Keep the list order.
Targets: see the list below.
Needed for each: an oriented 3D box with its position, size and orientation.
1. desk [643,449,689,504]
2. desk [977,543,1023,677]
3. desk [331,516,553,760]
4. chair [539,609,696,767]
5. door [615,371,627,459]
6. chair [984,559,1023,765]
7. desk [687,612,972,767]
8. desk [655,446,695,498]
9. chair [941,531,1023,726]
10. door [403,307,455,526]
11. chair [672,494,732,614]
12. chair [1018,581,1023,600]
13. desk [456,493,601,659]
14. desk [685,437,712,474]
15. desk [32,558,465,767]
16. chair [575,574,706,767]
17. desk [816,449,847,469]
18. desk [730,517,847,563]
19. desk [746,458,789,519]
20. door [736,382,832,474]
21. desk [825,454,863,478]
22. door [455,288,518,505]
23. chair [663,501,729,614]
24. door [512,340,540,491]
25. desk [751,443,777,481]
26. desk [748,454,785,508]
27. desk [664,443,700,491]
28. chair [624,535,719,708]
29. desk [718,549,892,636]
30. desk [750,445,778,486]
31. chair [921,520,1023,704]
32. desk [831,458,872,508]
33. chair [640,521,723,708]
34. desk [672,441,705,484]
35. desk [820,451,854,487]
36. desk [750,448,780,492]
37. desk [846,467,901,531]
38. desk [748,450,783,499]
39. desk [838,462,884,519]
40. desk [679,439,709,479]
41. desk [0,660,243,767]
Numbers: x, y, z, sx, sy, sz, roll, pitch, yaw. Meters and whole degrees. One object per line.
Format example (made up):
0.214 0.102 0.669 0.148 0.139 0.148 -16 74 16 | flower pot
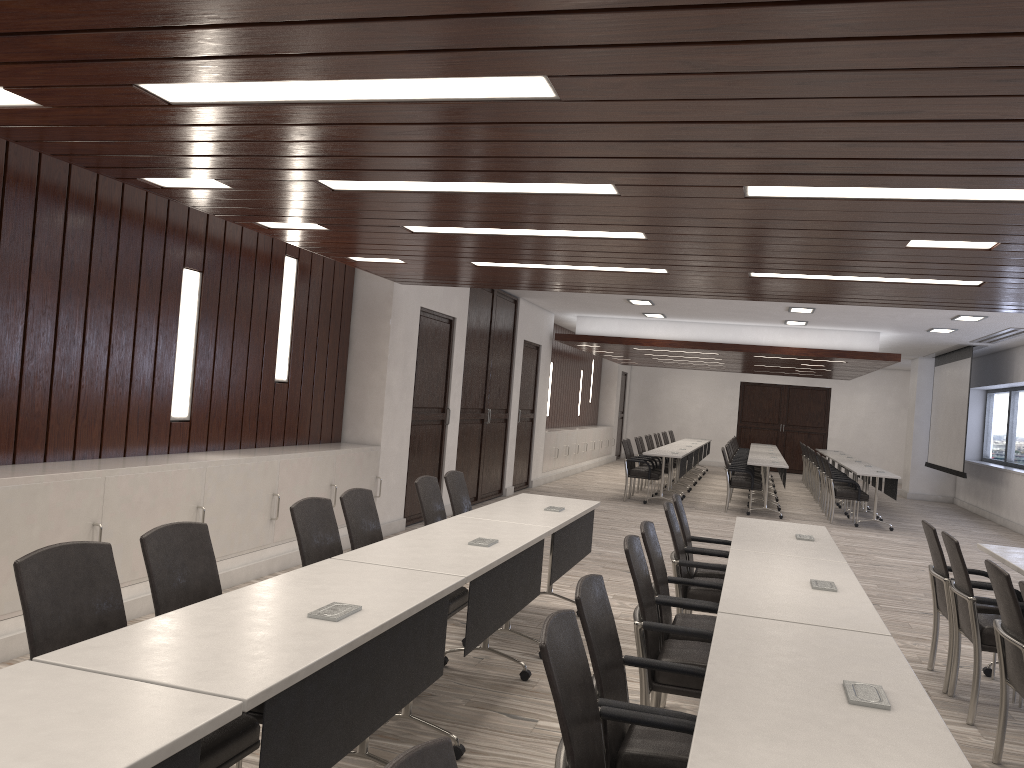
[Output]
2.408 1.461 13.940 0.577 0.795 1.509 4 -1 16 | desk
3.023 1.399 4.867 0.577 0.795 1.509 4 -1 16 | desk
-0.280 1.128 4.208 0.577 0.795 1.509 4 -1 16 | desk
0.360 1.082 2.181 0.638 0.939 0.513 4 -1 15 | chair
2.855 0.831 23.669 0.200 2.323 1.163 4 -1 16 | door
2.339 1.259 3.755 0.638 0.939 0.513 4 -1 16 | chair
0.773 1.189 2.332 0.577 0.795 1.509 4 -1 16 | desk
2.813 1.511 15.407 0.577 0.795 1.509 4 -1 16 | desk
2.608 1.292 4.713 0.638 0.939 0.513 4 -1 16 | chair
-0.964 0.358 9.841 0.200 2.323 1.163 4 -1 16 | door
1.303 1.199 5.623 0.638 0.939 0.513 4 -1 15 | chair
2.205 1.242 3.249 0.638 0.939 0.513 4 -1 16 | chair
0.125 1.178 5.675 0.577 0.795 1.509 4 -1 16 | desk
4.431 1.712 21.269 0.577 0.795 1.509 4 -1 16 | desk
-0.686 1.077 2.738 0.577 0.795 1.509 4 -1 16 | desk
0.484 1.098 2.697 0.638 0.939 0.513 4 -1 16 | chair
7.329 1.933 20.462 0.577 0.795 1.509 4 -1 16 | desk
1.584 1.289 5.268 0.577 0.795 1.509 4 -1 16 | desk
3.867 1.572 13.534 0.577 0.795 1.509 4 -1 16 | desk
7.208 1.178 23.657 2.329 2.323 0.200 4 -1 16 | door
6.518 1.832 17.525 0.577 0.795 1.509 4 -1 16 | desk
-0.372 0.146 11.904 0.200 2.889 2.327 4 -1 16 | door
1.161 1.181 5.115 0.638 0.939 0.513 4 -1 15 | chair
0.173 0.498 13.956 0.200 2.323 1.163 4 -1 16 | door
5.891 1.823 20.863 0.577 0.795 1.509 4 -1 16 | desk
4.272 1.622 15.001 0.577 0.795 1.509 4 -1 16 | desk
3.215 1.561 16.866 0.577 0.795 1.509 4 -1 16 | desk
0.747 1.130 3.647 0.638 0.939 0.513 4 -1 15 | chair
1.179 1.239 3.801 0.577 0.795 1.509 4 -1 16 | desk
5.486 1.773 19.395 0.577 0.795 1.509 4 -1 16 | desk
2.732 1.308 5.219 0.638 0.939 0.513 4 -1 16 | chair
6.113 1.782 16.058 0.577 0.795 1.509 4 -1 16 | desk
0.888 1.148 4.151 0.638 0.939 0.513 4 -1 15 | chair
3.620 1.611 18.333 0.577 0.795 1.509 4 -1 16 | desk
6.924 1.882 18.995 0.577 0.795 1.509 4 -1 16 | desk
5.080 1.722 17.926 0.577 0.795 1.509 4 -1 16 | desk
5.305 1.682 13.133 0.577 0.795 1.509 4 -1 16 | desk
4.675 1.672 16.459 0.577 0.795 1.509 4 -1 16 | desk
5.710 1.732 14.600 0.577 0.795 1.509 4 -1 16 | desk
4.026 1.661 19.802 0.577 0.795 1.509 4 -1 16 | desk
-1.091 1.027 1.271 0.577 0.795 1.509 4 -1 16 | desk
